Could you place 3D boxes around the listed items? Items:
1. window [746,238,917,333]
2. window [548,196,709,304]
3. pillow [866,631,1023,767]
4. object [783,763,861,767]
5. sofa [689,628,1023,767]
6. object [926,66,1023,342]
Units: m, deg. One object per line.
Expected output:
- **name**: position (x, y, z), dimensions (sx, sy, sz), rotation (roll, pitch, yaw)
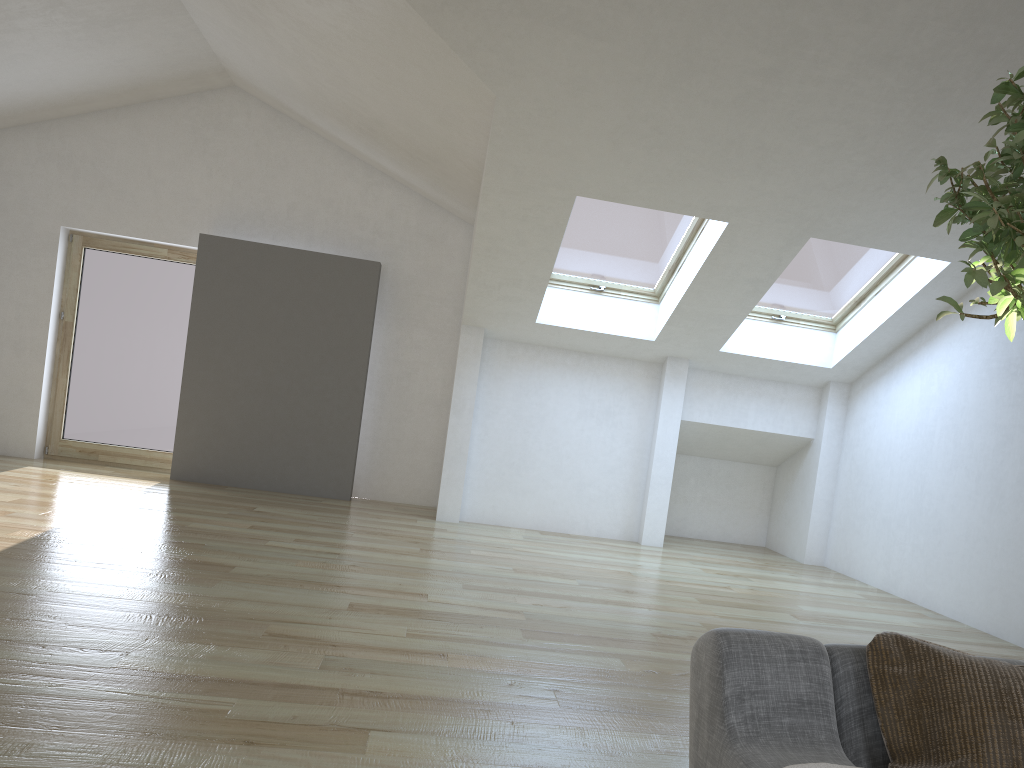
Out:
- **window**: position (2.476, -0.846, 7.165), dimensions (1.536, 0.730, 1.822), rotation (8, -1, -6)
- **window**: position (0.855, -1.078, 6.916), dimensions (1.536, 0.730, 1.822), rotation (8, -1, -6)
- **pillow**: position (0.829, 0.612, 1.389), dimensions (0.597, 0.338, 0.299), rotation (8, 0, 2)
- **object**: position (0.417, 0.723, 1.047), dimensions (0.372, 0.419, 0.462), rotation (8, 0, -3)
- **sofa**: position (1.576, 0.921, 1.343), dimensions (2.571, 0.685, 0.980), rotation (8, -1, -8)
- **object**: position (1.283, 0.229, 1.997), dimensions (0.840, 2.024, 0.772), rotation (7, 2, -28)
